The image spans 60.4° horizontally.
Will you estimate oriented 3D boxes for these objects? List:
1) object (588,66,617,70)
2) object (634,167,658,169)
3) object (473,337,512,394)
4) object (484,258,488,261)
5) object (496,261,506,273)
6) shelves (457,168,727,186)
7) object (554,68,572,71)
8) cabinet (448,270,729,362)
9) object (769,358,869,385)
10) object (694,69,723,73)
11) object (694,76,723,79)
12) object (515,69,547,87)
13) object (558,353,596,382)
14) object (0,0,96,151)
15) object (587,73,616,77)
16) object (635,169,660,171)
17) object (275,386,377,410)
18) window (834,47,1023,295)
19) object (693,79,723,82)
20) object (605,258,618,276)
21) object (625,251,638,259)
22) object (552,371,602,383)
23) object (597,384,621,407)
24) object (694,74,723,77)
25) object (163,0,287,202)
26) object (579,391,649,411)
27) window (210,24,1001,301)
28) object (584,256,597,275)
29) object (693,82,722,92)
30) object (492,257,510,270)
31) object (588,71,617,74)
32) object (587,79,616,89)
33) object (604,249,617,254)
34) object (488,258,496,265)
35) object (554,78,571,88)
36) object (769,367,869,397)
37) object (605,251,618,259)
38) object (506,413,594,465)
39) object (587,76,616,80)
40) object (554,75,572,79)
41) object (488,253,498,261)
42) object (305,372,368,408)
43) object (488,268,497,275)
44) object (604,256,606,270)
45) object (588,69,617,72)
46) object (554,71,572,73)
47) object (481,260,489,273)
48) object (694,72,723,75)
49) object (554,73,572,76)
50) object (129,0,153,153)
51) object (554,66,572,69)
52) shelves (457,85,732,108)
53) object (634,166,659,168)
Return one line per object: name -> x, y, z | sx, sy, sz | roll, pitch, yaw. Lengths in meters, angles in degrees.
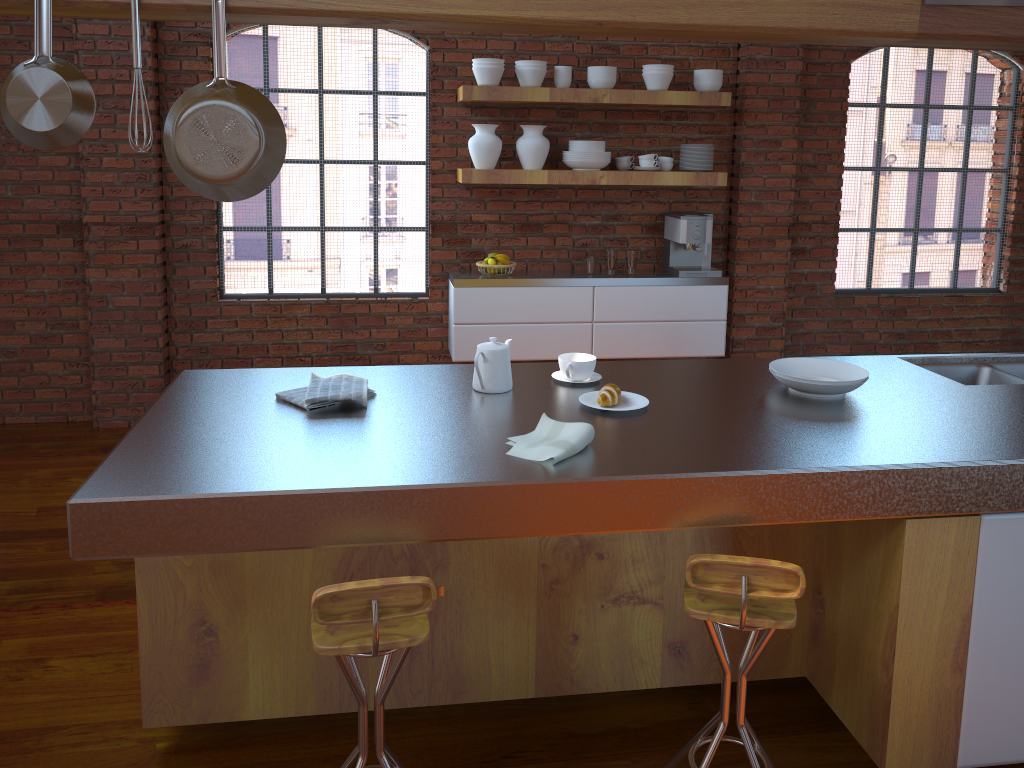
object -> 0.514, -1.777, 5.027 | 0.165, 0.060, 0.169 | -3, 15, -14
object -> 0.782, -1.250, 5.108 | 0.155, 0.012, 0.156 | 14, 20, 40
object -> -0.057, -0.063, 2.589 | 0.118, 0.152, 0.202 | 0, 13, -3
object -> -0.142, -0.719, 5.163 | 0.045, 0.046, 0.056 | 6, 13, 23
object -> -0.071, -0.678, 5.105 | 0.076, 0.064, 0.079 | 7, 14, 24
shelves -> 0.458, -1.208, 5.130 | 1.535, 0.075, 0.345 | -1, 15, -9
object -> 0.290, -1.762, 5.012 | 0.099, 0.060, 0.100 | 9, 15, 30
cabinet -> 0.445, -0.420, 5.246 | 1.621, 0.467, 0.344 | -1, 11, -9
object -> 0.914, -0.019, 2.630 | 0.284, 0.054, 0.286 | -10, 18, -35
object -> 1.139, -1.788, 5.108 | 0.167, 0.060, 0.168 | 9, 17, 30
object -> 1.138, -1.751, 5.114 | 0.167, 0.060, 0.168 | 9, 17, 30
object -> 0.105, -1.711, 4.941 | 0.182, 0.102, 0.183 | 8, 15, 27
object -> 0.196, -0.048, 2.702 | 0.125, 0.068, 0.118 | -5, 15, -23
object -> -0.967, -0.656, 1.795 | 0.194, 0.352, 0.087 | 0, 9, -4
object -> 0.514, -1.739, 5.032 | 0.165, 0.060, 0.169 | -3, 15, -14
object -> 0.782, -1.242, 5.110 | 0.155, 0.012, 0.156 | 14, 20, 40
object -> -0.524, 0.029, 2.484 | 0.234, 0.026, 0.167 | -13, 20, -42
window -> 2.680, -1.397, 5.700 | 1.268, 1.640, 0.085 | -1, 9, -9
object -> 1.138, -1.738, 5.116 | 0.167, 0.060, 0.168 | 9, 17, 30
object -> 0.579, -0.682, 5.144 | 0.078, 0.102, 0.079 | 5, 12, 21
object -> 0.703, -0.729, 5.179 | 0.078, 0.102, 0.079 | 2, 11, 3
object -> 0.199, -0.019, 2.708 | 0.154, 0.012, 0.157 | 6, 16, 19
object -> 0.272, 0.027, 2.449 | 0.062, 0.050, 0.141 | 3, 15, 10
object -> 1.139, -1.764, 5.112 | 0.167, 0.060, 0.168 | 9, 17, 30
object -> -0.622, -0.607, 1.872 | 0.265, 0.436, 0.070 | 0, 9, -4
object -> 0.283, 0.051, 2.450 | 0.194, 0.013, 0.199 | 4, 15, 12
window -> 1.829, -1.787, 7.892 | 17.449, 9.733, 3.697 | -4, 10, -18
object -> 0.465, -0.698, 5.202 | 0.078, 0.102, 0.079 | -8, 14, -38
object -> 1.138, -1.722, 5.118 | 0.167, 0.060, 0.168 | 9, 17, 30
object -> -0.045, -0.692, 5.074 | 0.064, 0.092, 0.179 | 6, 15, 27
object -> 0.514, -1.752, 5.030 | 0.165, 0.060, 0.169 | -3, 15, -14
object -> 0.513, -1.710, 5.037 | 0.165, 0.060, 0.169 | -3, 15, -14
object -> 0.587, -0.752, 5.257 | 0.078, 0.102, 0.079 | 5, 12, 21
object -> -0.115, -0.702, 5.069 | 0.045, 0.052, 0.052 | -3, 13, -20
object -> 0.289, -1.709, 5.020 | 0.099, 0.060, 0.100 | 9, 15, 30
object -> 0.914, -0.008, 2.631 | 0.284, 0.054, 0.286 | -10, 18, -35
object -> 0.580, -0.720, 5.138 | 0.078, 0.102, 0.079 | 5, 12, 21
object -> 0.074, 0.121, 2.090 | 0.206, 0.060, 0.198 | 14, 20, 42
object -> 0.513, -1.726, 5.034 | 0.165, 0.060, 0.169 | -3, 15, -14
object -> 0.289, -1.725, 5.017 | 0.099, 0.060, 0.100 | 9, 15, 30
object -> -0.107, -0.736, 5.127 | 0.068, 0.060, 0.071 | 3, 12, 8
object -> -0.489, 0.017, 2.474 | 0.164, 0.049, 0.238 | -1, 15, -8
object -> -0.112, -0.652, 5.064 | 0.056, 0.045, 0.047 | 7, 13, 24
object -> 0.586, -0.714, 5.263 | 0.078, 0.102, 0.079 | 5, 12, 21
object -> 0.514, -1.764, 5.029 | 0.165, 0.060, 0.169 | -3, 15, -14
object -> 0.290, -1.751, 5.013 | 0.099, 0.060, 0.100 | 9, 15, 30
object -> -0.145, -0.681, 5.110 | 0.074, 0.074, 0.074 | -7, 14, -33
object -> 1.139, -1.775, 5.110 | 0.167, 0.060, 0.168 | 9, 17, 30
object -> 0.290, -1.738, 5.015 | 0.099, 0.060, 0.100 | 9, 15, 30
object -> -0.786, -0.653, 1.849 | 0.045, 0.325, 0.047 | 3, 9, 16
object -> 0.290, -1.775, 5.010 | 0.099, 0.060, 0.100 | 9, 15, 30
shelves -> 0.465, -1.649, 5.065 | 1.535, 0.075, 0.345 | -1, 15, -9
object -> 0.782, -1.255, 5.108 | 0.155, 0.012, 0.156 | 14, 20, 40
